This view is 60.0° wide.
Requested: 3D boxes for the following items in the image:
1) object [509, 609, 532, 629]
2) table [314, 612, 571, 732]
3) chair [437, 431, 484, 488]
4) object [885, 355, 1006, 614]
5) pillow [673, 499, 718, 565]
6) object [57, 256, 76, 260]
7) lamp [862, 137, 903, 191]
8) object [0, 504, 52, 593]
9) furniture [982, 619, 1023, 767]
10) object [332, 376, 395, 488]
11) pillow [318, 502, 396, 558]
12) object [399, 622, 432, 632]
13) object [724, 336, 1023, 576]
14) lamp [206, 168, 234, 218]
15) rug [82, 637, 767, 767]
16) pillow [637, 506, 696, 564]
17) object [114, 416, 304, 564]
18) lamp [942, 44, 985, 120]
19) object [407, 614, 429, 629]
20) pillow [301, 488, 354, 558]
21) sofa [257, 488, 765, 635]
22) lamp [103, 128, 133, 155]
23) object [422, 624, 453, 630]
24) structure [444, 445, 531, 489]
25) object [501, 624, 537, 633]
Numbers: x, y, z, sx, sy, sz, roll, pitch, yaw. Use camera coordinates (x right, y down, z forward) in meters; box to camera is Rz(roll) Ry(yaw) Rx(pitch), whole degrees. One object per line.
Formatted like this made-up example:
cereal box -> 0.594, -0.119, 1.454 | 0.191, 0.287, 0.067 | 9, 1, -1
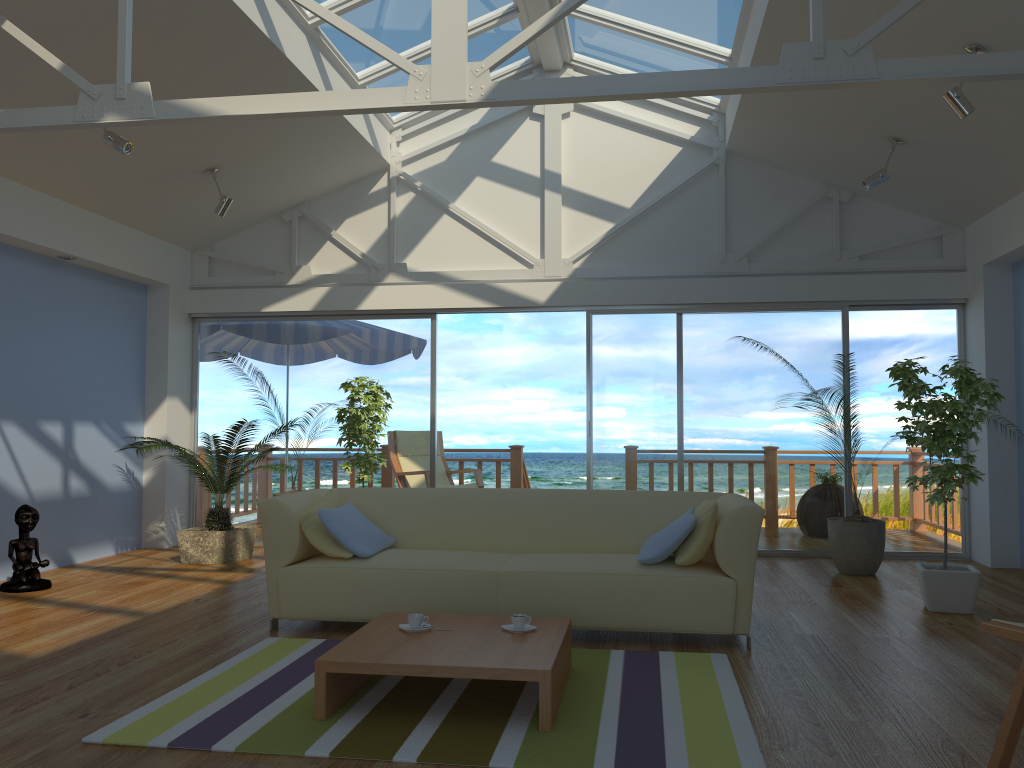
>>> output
object -> 0.036, 0.910, 3.446 | 0.086, 0.077, 0.062 | 1, -3, -21
table -> -0.210, 1.045, 3.313 | 0.800, 0.198, 0.800 | 0, -3, 8
chair -> -0.770, 0.950, 8.768 | 0.632, 0.982, 0.859 | 2, -4, -36
object -> 2.391, 0.539, 4.889 | 0.699, 1.409, 0.495 | 2, -4, -38
pillow -> 0.883, 0.700, 4.323 | 0.201, 0.311, 0.559 | 0, -3, 9
object -> -3.152, -0.910, 6.279 | 0.122, 0.050, 0.122 | 1, -3, -8
lamp -> 2.431, -1.438, 5.814 | 0.254, 0.327, 0.118 | -1, -3, 26
object -> -3.005, 1.009, 5.498 | 0.292, 0.517, 0.291 | -3, -4, 44
furniture -> 1.755, 0.907, 2.522 | 0.619, 0.427, 0.449 | 1, -3, -21
object -> -1.139, 0.638, 6.900 | 0.495, 1.409, 0.699 | 1, -3, -18
pillow -> -0.788, 0.748, 4.584 | 0.272, 0.244, 0.566 | 0, -3, 6
object -> -0.375, 0.948, 3.446 | 0.118, 0.016, 0.118 | 2, -3, -26
object -> 2.432, 0.456, 6.066 | 1.706, 1.695, 1.563 | 0, -3, 0
lamp -> -2.137, -1.397, 6.489 | 0.194, 0.353, 0.125 | 1, -3, -9
rug -> -0.210, 1.154, 3.323 | 2.100, 0.018, 1.400 | 0, -3, 8
pillow -> 0.761, 0.738, 4.350 | 0.272, 0.244, 0.566 | 0, -3, 11
object -> -2.300, 0.786, 6.756 | 1.413, 1.093, 1.488 | 1, -3, -9
lamp -> 2.253, -1.499, 4.422 | 0.195, 0.351, 0.127 | -1, -3, 26
object -> -0.370, 0.924, 3.452 | 0.062, 0.049, 0.078 | -3, -4, 44
pillow -> -0.883, 0.711, 4.592 | 0.275, 0.312, 0.571 | 0, -3, 6
sofa -> 0.003, 0.866, 4.592 | 2.448, 0.597, 0.950 | 0, -3, 8
lamp -> -2.314, -1.482, 5.108 | 0.254, 0.327, 0.118 | 1, -3, -9
object -> -0.289, 0.942, 3.434 | 0.119, 0.021, 0.025 | 0, -3, -1
structure -> 0.660, 1.534, 9.369 | 6.950, 2.064, 4.086 | 0, -3, 8
object -> 0.028, 0.948, 3.440 | 0.118, 0.016, 0.118 | 2, -4, -37
